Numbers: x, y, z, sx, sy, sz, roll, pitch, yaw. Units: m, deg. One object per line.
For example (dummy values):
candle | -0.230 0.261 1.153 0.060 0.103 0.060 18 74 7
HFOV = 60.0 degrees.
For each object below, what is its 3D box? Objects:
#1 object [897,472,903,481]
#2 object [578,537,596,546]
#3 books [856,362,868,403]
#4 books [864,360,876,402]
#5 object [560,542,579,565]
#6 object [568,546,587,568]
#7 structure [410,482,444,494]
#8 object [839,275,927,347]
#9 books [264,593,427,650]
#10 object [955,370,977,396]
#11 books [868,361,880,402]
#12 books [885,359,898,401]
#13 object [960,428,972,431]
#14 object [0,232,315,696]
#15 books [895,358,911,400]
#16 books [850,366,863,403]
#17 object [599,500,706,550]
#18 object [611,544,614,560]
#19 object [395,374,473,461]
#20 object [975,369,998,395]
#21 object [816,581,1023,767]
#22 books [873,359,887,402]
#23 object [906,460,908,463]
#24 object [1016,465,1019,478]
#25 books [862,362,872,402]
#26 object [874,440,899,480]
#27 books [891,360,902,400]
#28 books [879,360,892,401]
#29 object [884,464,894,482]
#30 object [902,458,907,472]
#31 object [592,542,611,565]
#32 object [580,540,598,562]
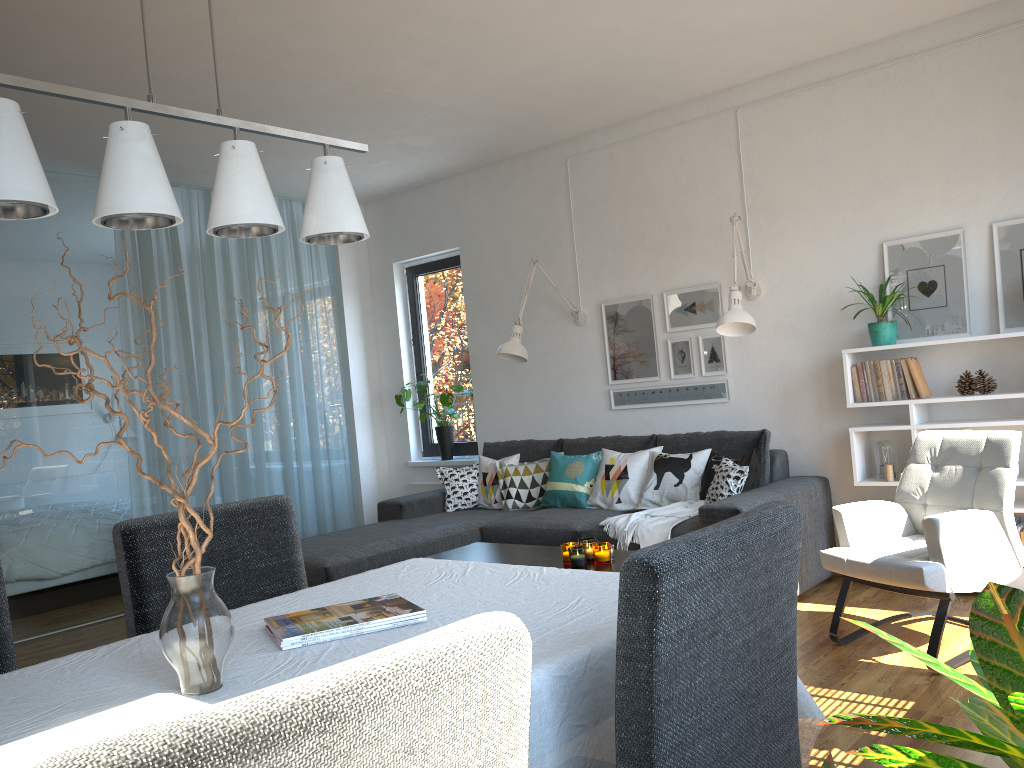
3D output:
object | 1.938 0.460 4.406 0.040 0.044 0.040 -5 0 -23
object | 0.331 0.719 3.893 0.079 0.081 0.079 -5 0 35
books | 1.817 -0.011 4.551 0.043 0.205 0.129 -5 0 41
books | 1.847 -0.015 4.525 0.035 0.209 0.129 -5 0 41
object | 0.249 0.726 3.797 0.079 0.081 0.079 -5 0 35
object | 0.276 0.723 3.705 0.079 0.081 0.079 -5 0 35
structure | -0.460 0.970 6.715 0.818 0.459 0.076 -6 0 38
object | 1.891 -0.380 4.478 0.424 0.372 0.387 -5 0 27
books | -0.322 0.453 1.705 0.278 0.022 0.204 -5 0 -23
object | 2.187 -0.006 4.260 0.094 0.127 0.102 -5 0 -4
books | 1.864 -0.016 4.511 0.044 0.209 0.136 -5 0 41
books | 1.927 -0.022 4.458 0.044 0.209 0.132 -5 0 40
object | 2.224 0.334 4.321 0.051 0.238 0.051 -6 0 -32
object | -0.557 0.091 1.403 0.615 0.785 0.403 -5 0 15
books | 1.962 -0.026 4.430 0.044 0.208 0.133 -5 0 41
books | 1.794 0.000 4.565 0.048 0.191 0.124 -5 0 40
object | 0.724 0.737 4.577 0.488 0.212 0.605 -6 0 37
object | 0.410 0.721 3.799 0.059 0.061 0.060 -5 0 -44
object | -0.587 0.252 6.699 0.658 0.675 0.447 -5 0 31
object | 2.246 -0.011 4.206 0.096 0.125 0.101 -5 0 -34
object | 0.237 0.274 0.334 0.333 0.384 0.300 -5 0 -34
books | 1.882 -0.019 4.491 0.044 0.210 0.133 -5 0 41
object | 1.979 0.428 4.392 0.039 0.099 0.039 -5 0 37
object | 2.299 0.396 4.153 0.132 0.097 0.134 -5 0 11
books | 1.836 -0.011 4.537 0.033 0.210 0.136 -5 0 41
object | 1.915 0.385 4.538 0.108 0.197 0.108 -6 0 -38
books | 1.945 -0.022 4.444 0.035 0.204 0.131 -5 0 41
books | 1.907 -0.020 4.477 0.048 0.208 0.135 -5 0 41
object | 1.913 0.442 4.490 0.079 0.084 0.176 -5 0 9
object | 1.989 0.423 4.467 0.062 0.108 0.062 -5 0 41
object | 0.379 0.714 3.725 0.079 0.081 0.079 -5 0 35
object | 0.336 0.718 3.815 0.079 0.081 0.079 -5 0 35
